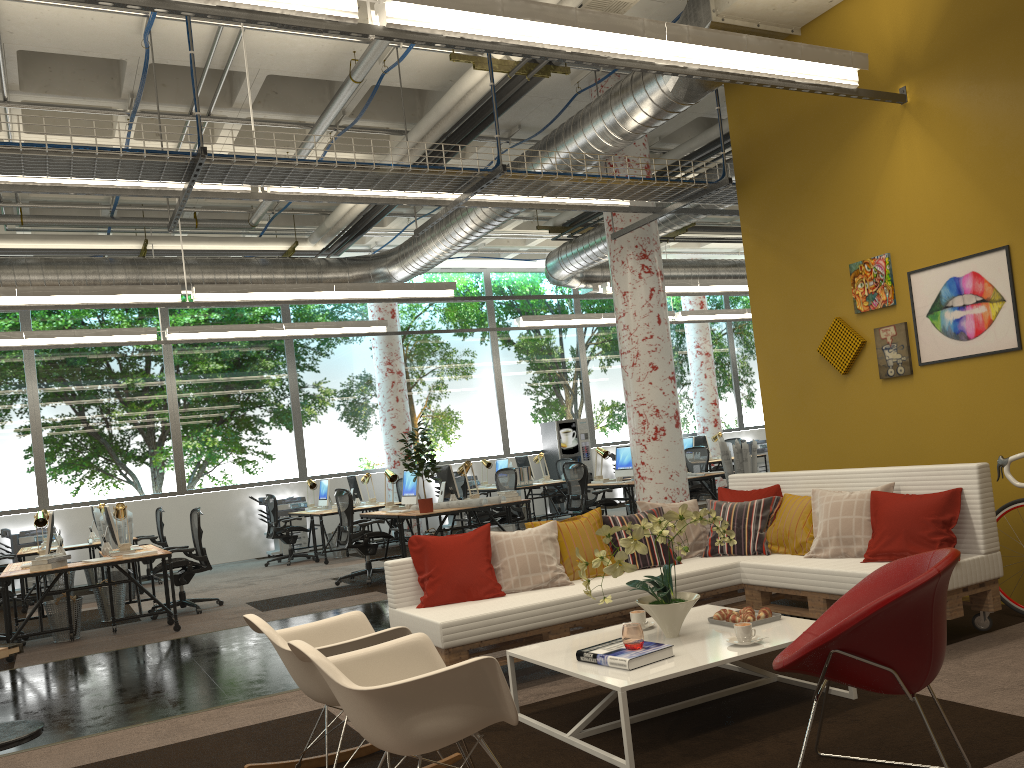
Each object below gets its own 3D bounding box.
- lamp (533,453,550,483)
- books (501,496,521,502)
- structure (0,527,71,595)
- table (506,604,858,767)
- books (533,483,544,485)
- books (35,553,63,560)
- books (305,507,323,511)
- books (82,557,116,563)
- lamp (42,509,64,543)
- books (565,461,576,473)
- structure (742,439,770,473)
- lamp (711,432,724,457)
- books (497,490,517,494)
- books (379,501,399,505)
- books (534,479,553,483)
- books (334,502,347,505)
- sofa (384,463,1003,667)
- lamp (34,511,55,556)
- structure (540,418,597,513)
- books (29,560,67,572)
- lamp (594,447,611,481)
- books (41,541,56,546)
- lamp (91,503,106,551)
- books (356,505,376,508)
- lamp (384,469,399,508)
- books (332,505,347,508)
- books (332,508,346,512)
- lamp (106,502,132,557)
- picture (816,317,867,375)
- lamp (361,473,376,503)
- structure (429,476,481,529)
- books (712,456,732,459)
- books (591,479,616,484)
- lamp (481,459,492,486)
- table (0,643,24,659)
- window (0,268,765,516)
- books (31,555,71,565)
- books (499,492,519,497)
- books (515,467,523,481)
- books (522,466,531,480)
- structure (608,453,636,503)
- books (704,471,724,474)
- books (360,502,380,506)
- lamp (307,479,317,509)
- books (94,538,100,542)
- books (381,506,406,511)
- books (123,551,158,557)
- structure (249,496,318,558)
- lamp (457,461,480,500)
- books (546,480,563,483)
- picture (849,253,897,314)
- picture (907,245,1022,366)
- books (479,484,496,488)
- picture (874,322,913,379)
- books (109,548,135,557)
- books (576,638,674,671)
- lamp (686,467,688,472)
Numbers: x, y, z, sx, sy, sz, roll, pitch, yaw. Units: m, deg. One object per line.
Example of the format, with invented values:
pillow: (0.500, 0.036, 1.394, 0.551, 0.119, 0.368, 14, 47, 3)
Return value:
lamp: (0.532, 1.485, 15.207, 0.218, 0.610, 0.529, -6, -3, -8)
books: (-0.050, 1.300, 10.006, 0.200, 0.050, 0.273, -4, -5, -30)
structure: (-7.168, 2.599, 13.216, 1.056, 1.056, 0.505, -5, -2, -28)
table: (0.771, 1.364, 4.170, 1.260, 0.330, 0.989, -4, -5, -28)
books: (0.376, 1.648, 14.586, 0.244, 0.019, 0.205, -10, -6, 39)
books: (-4.122, 1.537, 7.891, 0.153, 0.030, 0.185, -6, -4, 0)
books: (-3.177, 2.009, 14.239, 0.225, 0.038, 0.310, -4, -5, -28)
books: (-3.784, 1.611, 8.115, 0.244, 0.019, 0.205, -10, -6, 39)
lamp: (-6.544, 2.073, 12.524, 0.208, 0.610, 0.529, -6, -3, -8)
books: (0.988, 1.449, 14.834, 0.068, 0.310, 0.234, -6, -3, -28)
structure: (5.400, 1.699, 19.831, 1.056, 1.056, 0.505, -5, -2, -28)
lamp: (4.046, 1.233, 17.056, 0.218, 0.610, 0.529, -6, -3, -8)
books: (-0.060, 1.224, 10.026, 0.152, 0.030, 0.186, -4, -5, -30)
books: (-1.861, 1.801, 13.362, 0.201, 0.024, 0.235, -10, -5, 35)
books: (0.537, 1.668, 15.237, 0.225, 0.038, 0.310, -4, -5, -28)
books: (-2.522, 1.756, 13.016, 0.153, 0.030, 0.185, -6, -4, 0)
sofa: (0.968, 1.098, 5.078, 2.849, 0.930, 2.027, -4, -4, -28)
lamp: (-4.813, 1.615, 9.154, 0.218, 0.610, 0.529, -6, -3, -8)
structure: (1.134, 1.628, 17.616, 0.748, 1.808, 0.640, -5, -2, -28)
books: (-4.121, 1.614, 7.874, 0.200, 0.050, 0.272, -6, -4, 0)
lamp: (1.253, 1.189, 12.451, 0.208, 0.610, 0.529, -6, -3, -8)
books: (-6.514, 2.248, 12.484, 0.225, 0.038, 0.310, -4, -5, -28)
lamp: (-5.563, 1.922, 12.002, 0.208, 0.610, 0.529, -6, -3, -8)
books: (-2.184, 1.831, 13.239, 0.244, 0.019, 0.205, -10, -6, 39)
lamp: (-1.486, 1.357, 10.938, 0.218, 0.610, 0.529, -6, -3, -8)
books: (-2.503, 1.786, 13.013, 0.193, 0.044, 0.257, -8, -5, 19)
books: (-2.521, 1.834, 12.998, 0.200, 0.050, 0.272, -6, -4, 0)
lamp: (-3.822, 1.463, 8.633, 0.218, 0.610, 0.529, -6, -3, -8)
picture: (2.395, -0.277, 6.448, 0.047, 0.424, 0.426, -6, -3, -28)
lamp: (-2.227, 1.683, 13.757, 0.208, 0.610, 0.529, -6, -3, -8)
structure: (-0.978, 2.156, 16.476, 1.056, 1.056, 0.505, -5, -2, -28)
books: (4.051, 1.417, 17.086, 0.225, 0.038, 0.310, -4, -5, -28)
books: (1.283, 1.364, 12.411, 0.225, 0.038, 0.310, -4, -5, -28)
lamp: (-0.453, 1.637, 15.728, 0.208, 0.610, 0.529, -6, -3, -8)
table: (-2.280, 1.425, 3.299, 0.627, 0.758, 0.616, -8, -3, 22)
window: (-1.198, -0.351, 16.957, 26.147, 3.758, 0.050, -4, -2, -28)
books: (-4.103, 1.566, 7.889, 0.193, 0.044, 0.257, -8, -5, 19)
books: (-0.042, 1.254, 10.031, 0.192, 0.044, 0.258, -6, -4, -10)
books: (0.097, 1.513, 14.365, 0.068, 0.310, 0.234, -6, -3, -28)
books: (0.227, 1.503, 14.434, 0.068, 0.310, 0.234, -6, -3, -28)
structure: (2.536, 1.904, 18.325, 1.056, 1.056, 0.505, -5, -2, -28)
books: (2.643, 1.158, 11.581, 0.243, 0.019, 0.205, -7, -4, 10)
books: (-2.217, 1.866, 13.788, 0.225, 0.038, 0.310, -4, -5, -28)
lamp: (-3.213, 1.835, 14.278, 0.218, 0.610, 0.529, -6, -3, -8)
books: (-5.553, 2.105, 12.033, 0.225, 0.038, 0.310, -4, -5, -28)
books: (-1.451, 1.532, 10.899, 0.225, 0.038, 0.310, -4, -5, -28)
books: (-3.461, 1.581, 8.237, 0.201, 0.024, 0.235, -10, -5, 35)
structure: (-3.832, 2.360, 14.971, 1.056, 1.056, 0.505, -5, -2, -28)
lamp: (-0.500, 1.206, 10.417, 0.208, 0.610, 0.529, -6, -3, -8)
books: (0.699, 1.618, 14.709, 0.201, 0.024, 0.235, -10, -5, 35)
picture: (2.511, -0.696, 6.174, 0.027, 0.355, 0.332, -6, -3, -28)
picture: (2.844, -0.476, 5.603, 0.018, 0.631, 0.709, -6, -3, -28)
books: (-0.423, 1.812, 15.689, 0.225, 0.038, 0.310, -4, -5, -28)
picture: (2.613, -0.225, 6.071, 0.027, 0.355, 0.253, -6, -2, -28)
books: (-3.817, 1.646, 8.663, 0.225, 0.038, 0.310, -4, -5, -28)
books: (0.495, 1.184, 3.888, 0.279, 0.048, 0.335, -3, -5, -37)
lamp: (2.233, 1.037, 11.929, 0.208, 0.610, 0.529, -6, -3, -8)
